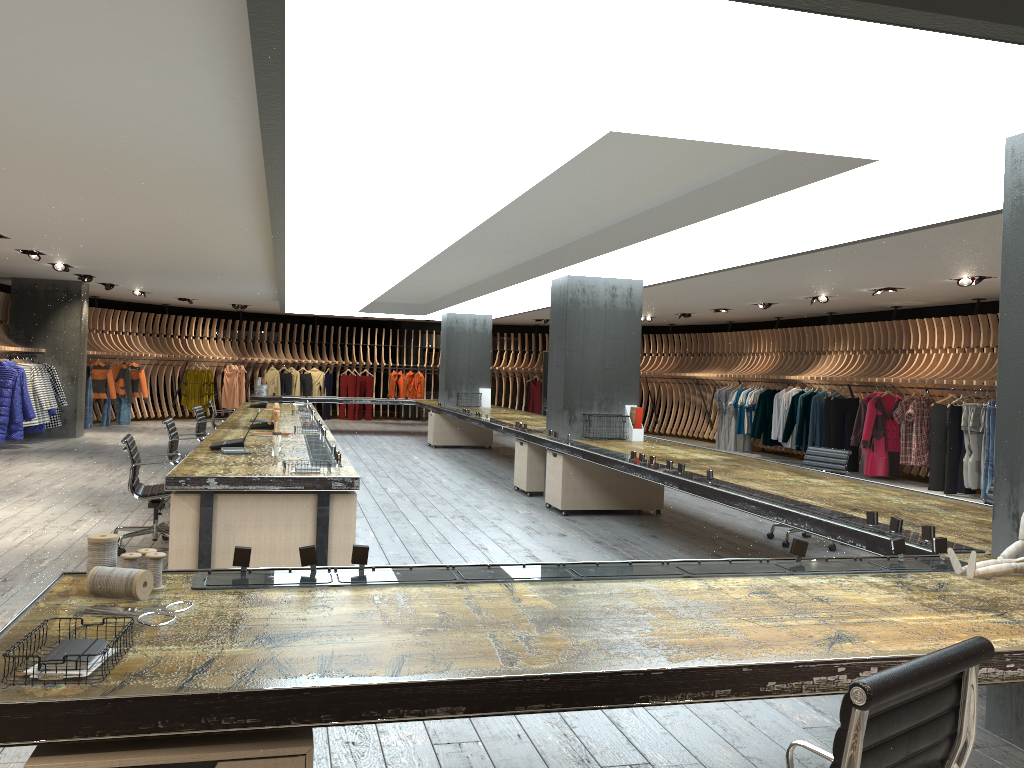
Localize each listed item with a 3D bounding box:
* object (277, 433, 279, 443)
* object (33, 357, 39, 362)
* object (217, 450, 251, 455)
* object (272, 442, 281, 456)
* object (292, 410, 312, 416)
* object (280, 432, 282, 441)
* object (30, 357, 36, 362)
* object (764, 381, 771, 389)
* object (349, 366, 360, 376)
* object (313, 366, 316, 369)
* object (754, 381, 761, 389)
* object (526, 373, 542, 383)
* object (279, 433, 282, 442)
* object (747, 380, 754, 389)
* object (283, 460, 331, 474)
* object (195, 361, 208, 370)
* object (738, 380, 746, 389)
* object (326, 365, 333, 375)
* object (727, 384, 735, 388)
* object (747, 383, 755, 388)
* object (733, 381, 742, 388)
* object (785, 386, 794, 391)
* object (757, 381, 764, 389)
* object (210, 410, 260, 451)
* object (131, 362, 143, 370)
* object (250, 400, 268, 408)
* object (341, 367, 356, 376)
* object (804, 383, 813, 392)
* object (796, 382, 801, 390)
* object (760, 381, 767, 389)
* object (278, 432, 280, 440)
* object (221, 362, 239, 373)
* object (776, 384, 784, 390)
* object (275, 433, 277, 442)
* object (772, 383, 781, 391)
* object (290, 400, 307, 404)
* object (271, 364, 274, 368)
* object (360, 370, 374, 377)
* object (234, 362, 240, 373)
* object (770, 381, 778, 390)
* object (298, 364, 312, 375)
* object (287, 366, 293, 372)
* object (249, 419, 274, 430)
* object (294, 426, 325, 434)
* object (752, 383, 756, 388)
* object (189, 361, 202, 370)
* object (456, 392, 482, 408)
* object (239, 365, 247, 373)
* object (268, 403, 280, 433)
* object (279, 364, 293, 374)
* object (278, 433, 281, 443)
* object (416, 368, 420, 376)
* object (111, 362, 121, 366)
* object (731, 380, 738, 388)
[{"bbox_3d":[-1.780,0.453,6.714,0.030,0.170,0.007,2,0,33],"label":"object"},{"bbox_3d":[-8.221,-0.344,15.335,0.518,0.313,0.012,2,0,-14],"label":"object"},{"bbox_3d":[-2.138,0.524,6.825,0.213,0.019,0.219,2,1,-29],"label":"object"},{"bbox_3d":[-1.787,0.498,6.735,0.061,0.111,0.061,2,0,19],"label":"object"},{"bbox_3d":[-2.873,0.399,12.216,0.302,0.071,0.209,2,1,-20],"label":"object"},{"bbox_3d":[-1.766,0.454,6.738,0.007,0.170,0.030,2,0,42],"label":"object"},{"bbox_3d":[-8.171,-0.338,15.153,0.516,0.316,0.012,2,0,-14],"label":"object"},{"bbox_3d":[4.910,0.087,17.034,0.524,0.284,0.014,2,0,-4],"label":"object"},{"bbox_3d":[-4.206,-0.345,23.734,0.012,0.270,0.525,2,0,-44],"label":"object"},{"bbox_3d":[-5.189,-0.375,23.299,0.525,0.270,0.012,2,0,11],"label":"object"},{"bbox_3d":[4.852,0.078,17.423,0.523,0.290,0.013,2,0,-19],"label":"object"},{"bbox_3d":[0.640,-0.166,23.551,0.525,0.270,0.012,2,0,-14],"label":"object"},{"bbox_3d":[-1.767,0.454,6.728,0.030,0.170,0.007,2,0,-21],"label":"object"},{"bbox_3d":[4.758,0.064,17.737,0.525,0.270,0.012,2,0,11],"label":"object"},{"bbox_3d":[-1.340,0.547,5.803,0.302,0.074,0.217,2,1,-20],"label":"object"},{"bbox_3d":[-7.438,-0.424,21.279,0.525,0.270,0.012,2,0,16],"label":"object"},{"bbox_3d":[4.685,0.056,18.035,0.525,0.270,0.012,2,0,-29],"label":"object"},{"bbox_3d":[-4.851,-0.367,23.468,0.012,0.270,0.525,2,1,11],"label":"object"},{"bbox_3d":[4.554,0.045,18.471,0.525,0.270,0.012,2,0,1],"label":"object"},{"bbox_3d":[4.754,0.072,17.598,0.523,0.288,0.015,2,0,-4],"label":"object"},{"bbox_3d":[4.624,0.051,18.198,0.525,0.270,0.012,2,0,1],"label":"object"},{"bbox_3d":[5.122,0.092,16.295,0.525,0.270,0.012,2,0,-9],"label":"object"},{"bbox_3d":[4.868,0.081,17.319,0.524,0.285,0.013,2,0,-19],"label":"object"},{"bbox_3d":[-2.234,0.367,7.169,0.365,0.316,0.373,2,0,-14],"label":"object"},{"bbox_3d":[-8.318,-0.434,19.453,0.525,0.270,0.012,2,0,16],"label":"object"},{"bbox_3d":[-3.956,0.312,13.854,0.261,0.111,0.373,2,1,-14],"label":"object"},{"bbox_3d":[-4.363,-0.350,23.680,0.525,0.270,0.012,2,0,31],"label":"object"},{"bbox_3d":[5.260,0.109,15.744,0.525,0.270,0.012,2,0,-9],"label":"object"},{"bbox_3d":[5.181,0.097,16.068,0.525,0.270,0.012,2,0,-14],"label":"object"},{"bbox_3d":[4.883,0.073,17.205,0.525,0.270,0.012,2,0,-29],"label":"object"},{"bbox_3d":[-1.778,0.453,6.753,0.007,0.170,0.030,2,0,-11],"label":"object"},{"bbox_3d":[-6.957,-0.419,21.891,0.525,0.270,0.012,2,0,21],"label":"object"},{"bbox_3d":[5.027,0.091,16.656,0.525,0.270,0.012,2,0,-9],"label":"object"},{"bbox_3d":[-1.790,0.453,6.713,0.007,0.170,0.030,2,0,-30],"label":"object"},{"bbox_3d":[5.009,0.089,16.783,0.525,0.270,0.012,2,0,-14],"label":"object"},{"bbox_3d":[-3.715,0.324,15.488,0.302,0.074,0.217,2,1,-20],"label":"object"},{"bbox_3d":[-6.122,-0.397,22.674,0.525,0.270,0.012,3,0,41],"label":"object"},{"bbox_3d":[-3.931,-0.337,23.823,0.525,0.270,0.012,2,0,26],"label":"object"},{"bbox_3d":[-6.878,-0.417,21.981,0.012,0.270,0.525,2,0,-44],"label":"object"},{"bbox_3d":[4.976,0.086,16.860,0.525,0.270,0.012,2,0,-14],"label":"object"},{"bbox_3d":[-5.450,-0.381,23.132,0.525,0.270,0.012,2,0,11],"label":"object"},{"bbox_3d":[-5.715,-0.387,22.979,0.525,0.270,0.012,2,0,31],"label":"object"},{"bbox_3d":[-2.663,0.433,9.470,0.262,0.088,0.373,2,1,-14],"label":"object"},{"bbox_3d":[-2.079,0.474,9.097,0.302,0.074,0.217,2,1,-20],"label":"object"},{"bbox_3d":[4.808,0.069,17.501,0.525,0.270,0.012,2,0,-9],"label":"object"},{"bbox_3d":[-7.534,-0.425,21.123,0.525,0.270,0.012,2,0,16],"label":"object"},{"bbox_3d":[-0.812,0.305,16.827,0.459,0.289,0.330,2,0,-12],"label":"object"},{"bbox_3d":[-6.755,-0.415,22.089,0.525,0.270,0.012,3,0,41],"label":"object"},{"bbox_3d":[-2.384,0.344,8.986,0.097,0.300,0.320,2,0,-31],"label":"object"},{"bbox_3d":[-5.872,-0.392,22.858,0.525,0.270,0.012,2,0,21],"label":"object"},{"bbox_3d":[-1.772,0.454,6.719,0.030,0.170,0.007,2,0,6],"label":"object"},{"bbox_3d":[-2.534,-0.290,24.092,0.012,0.270,0.525,2,0,-34],"label":"object"},{"bbox_3d":[-8.451,-0.428,18.928,0.525,0.270,0.012,2,0,6],"label":"object"},{"bbox_3d":[4.583,0.048,18.329,0.525,0.270,0.012,2,0,-24],"label":"object"}]
